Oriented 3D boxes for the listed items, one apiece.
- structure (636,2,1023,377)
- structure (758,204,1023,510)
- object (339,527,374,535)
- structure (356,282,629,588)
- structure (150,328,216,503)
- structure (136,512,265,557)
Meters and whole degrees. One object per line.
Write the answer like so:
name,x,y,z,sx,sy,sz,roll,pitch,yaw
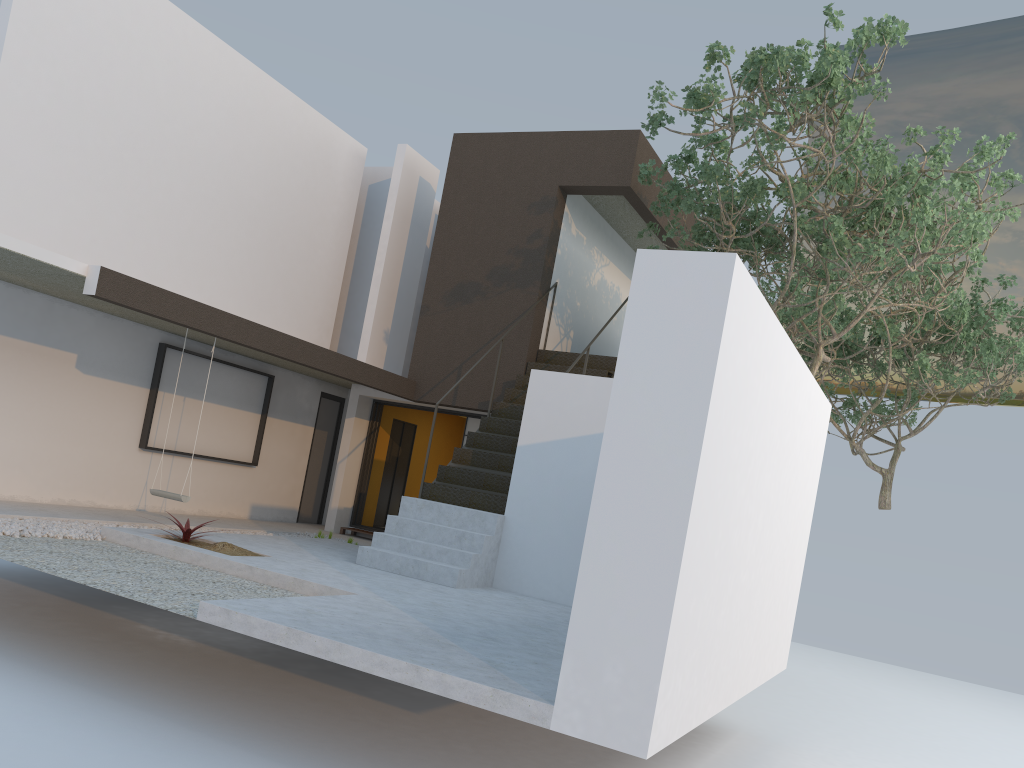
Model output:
structure,3.400,-1.333,9.822,4.326,3.687,5.787,10,-5,7
structure,6.770,-0.136,15.475,5.498,4.686,7.355,10,-5,7
object,-2.101,2.188,12.764,0.699,0.100,0.354,7,-7,26
structure,0.727,0.531,11.469,1.151,3.931,6.622,9,-5,27
structure,-3.393,0.279,9.200,0.459,1.861,0.130,9,-2,26
structure,-2.804,1.401,8.078,1.196,0.290,0.755,7,-7,26
